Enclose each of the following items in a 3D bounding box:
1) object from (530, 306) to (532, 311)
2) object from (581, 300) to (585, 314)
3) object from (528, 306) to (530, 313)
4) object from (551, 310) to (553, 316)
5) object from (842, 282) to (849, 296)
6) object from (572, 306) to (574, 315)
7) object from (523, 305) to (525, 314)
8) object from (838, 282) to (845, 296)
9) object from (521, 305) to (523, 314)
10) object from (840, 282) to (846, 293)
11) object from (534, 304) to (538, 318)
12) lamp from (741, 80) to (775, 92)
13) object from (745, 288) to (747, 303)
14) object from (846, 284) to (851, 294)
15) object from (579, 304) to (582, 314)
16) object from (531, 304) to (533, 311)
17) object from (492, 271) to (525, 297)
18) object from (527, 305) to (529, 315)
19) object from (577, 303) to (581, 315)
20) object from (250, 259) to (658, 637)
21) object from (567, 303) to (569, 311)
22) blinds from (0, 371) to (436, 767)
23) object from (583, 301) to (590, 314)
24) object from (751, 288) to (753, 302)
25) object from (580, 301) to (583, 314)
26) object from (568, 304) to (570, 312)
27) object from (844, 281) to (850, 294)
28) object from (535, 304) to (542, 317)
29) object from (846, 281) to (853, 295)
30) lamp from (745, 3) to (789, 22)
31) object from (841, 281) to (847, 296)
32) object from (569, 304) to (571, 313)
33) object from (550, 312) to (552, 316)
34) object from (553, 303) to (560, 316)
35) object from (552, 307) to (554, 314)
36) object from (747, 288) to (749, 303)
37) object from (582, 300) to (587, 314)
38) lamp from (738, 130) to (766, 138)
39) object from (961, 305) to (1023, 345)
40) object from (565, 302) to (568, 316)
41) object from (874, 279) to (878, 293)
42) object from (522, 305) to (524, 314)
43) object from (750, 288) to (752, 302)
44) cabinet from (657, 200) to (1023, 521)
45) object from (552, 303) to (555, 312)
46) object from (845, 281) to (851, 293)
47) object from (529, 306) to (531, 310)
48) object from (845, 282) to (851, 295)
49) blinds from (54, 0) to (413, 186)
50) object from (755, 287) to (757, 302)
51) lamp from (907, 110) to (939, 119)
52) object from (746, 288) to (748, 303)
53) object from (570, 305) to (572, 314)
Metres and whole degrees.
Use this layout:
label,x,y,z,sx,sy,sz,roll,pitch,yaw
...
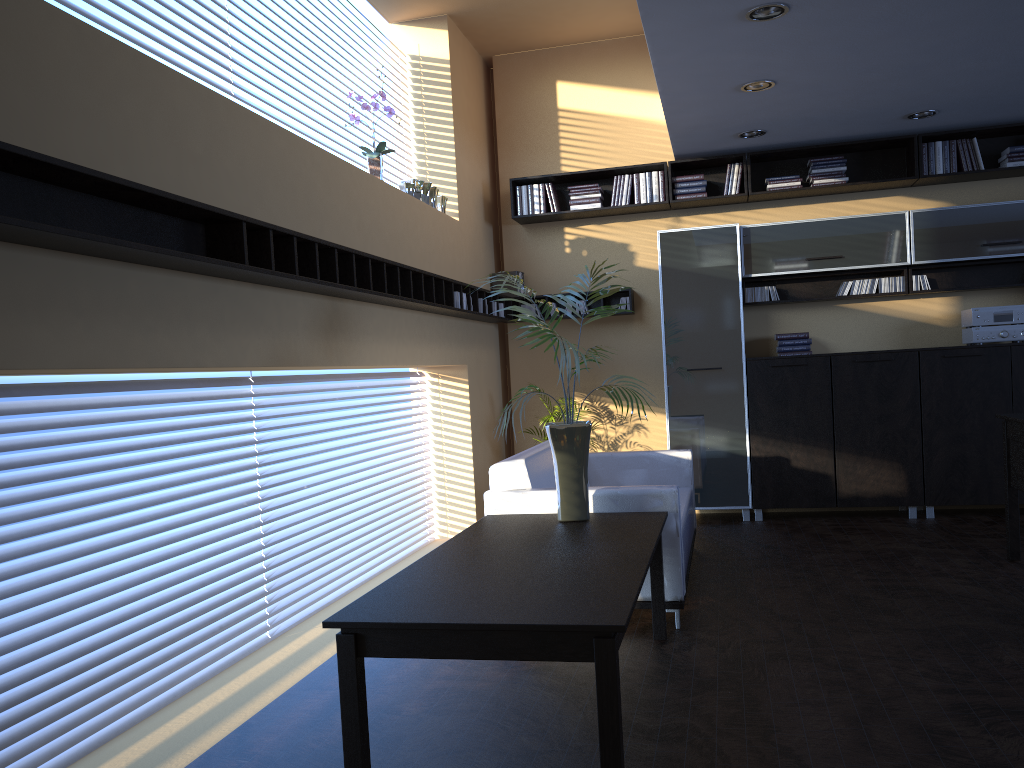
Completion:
label,x,y,z,sx,sy,sz,roll,pitch,yaw
object,0.185,-0.642,7.848,0.009,0.120,0.142,-3,1,13
object,0.626,-0.665,7.742,0.030,0.120,0.142,-3,1,13
object,0.165,-0.641,7.853,0.009,0.120,0.142,-3,1,13
object,0.359,-0.651,7.806,0.030,0.120,0.142,-3,1,13
object,2.712,-0.774,7.238,0.059,0.113,0.142,-3,1,14
object,0.533,-0.660,7.764,0.030,0.124,0.142,-3,1,13
object,0.124,-0.639,7.863,0.009,0.120,0.142,-3,1,13
object,2.682,-0.772,7.241,0.059,0.113,0.142,-3,1,13
object,0.105,-0.638,7.867,0.009,0.120,0.142,-3,1,13
object,2.694,-0.773,7.249,0.059,0.113,0.142,-3,1,14
object,0.214,-0.644,7.841,0.009,0.120,0.142,-3,1,13
lamp,1.542,-1.915,5.567,0.209,0.096,0.208,-3,1,-4
object,1.954,-0.736,7.420,0.009,0.120,0.142,-3,1,14
object,2.743,-0.775,7.237,0.059,0.113,0.142,-3,1,14
object,0.606,-0.664,7.747,0.030,0.120,0.142,-3,1,13
object,0.194,-0.643,7.846,0.009,0.120,0.142,-3,1,13
object,-0.026,-0.876,7.895,0.254,0.229,0.158,-3,2,23
object,0.155,-0.641,7.855,0.009,0.120,0.142,-3,1,13
object,0.586,-0.664,7.751,0.009,0.120,0.142,-3,1,13
object,-0.237,0.337,4.458,1.896,1.861,1.038,-2,2,33
object,0.503,-0.659,7.772,0.030,0.120,0.142,-3,1,13
blinds,-1.302,0.644,4.535,0.047,1.368,5.386,-3,1,13
object,0.651,-0.666,7.736,0.040,0.118,0.142,-3,1,13
object,2.004,-0.739,7.412,0.009,0.120,0.142,-3,1,13
object,0.616,-0.665,7.744,0.030,0.120,0.142,-3,1,13
object,0.513,-0.659,7.769,0.030,0.120,0.142,-3,1,13
object,2.721,-0.774,7.233,0.055,0.110,0.140,-3,1,14
object,0.238,-0.644,7.835,0.040,0.118,0.142,-3,1,13
object,2.741,-0.775,7.230,0.055,0.110,0.140,-3,1,14
lamp,1.262,-1.886,4.395,0.209,0.096,0.208,-3,1,-16
object,2.702,-0.773,7.241,0.059,0.113,0.142,-3,1,14
object,0.523,-0.660,7.767,0.030,0.120,0.142,-3,1,13
object,0.349,-0.651,7.808,0.030,0.120,0.142,-3,1,13
object,0.394,-0.652,7.798,0.040,0.118,0.142,-3,1,13
object,0.369,-0.652,7.804,0.030,0.120,0.142,-3,1,13
object,1.975,-0.738,7.419,0.009,0.120,0.142,-3,1,13
object,0.636,-0.666,7.739,0.030,0.120,0.142,-3,1,13
lamp,1.821,-1.944,6.740,0.209,0.096,0.208,-3,1,31
object,3.751,-0.452,6.848,0.430,0.282,0.362,-3,1,14
object,0.488,-0.657,7.775,0.040,0.118,0.142,-3,1,13
object,2.939,-0.789,7.181,0.036,0.116,0.140,-3,1,13
object,0.114,-0.638,7.865,0.009,0.120,0.142,-3,1,13
object,1.993,-0.738,7.409,0.009,0.120,0.142,-3,1,14
cabinet,3.182,-0.157,7.033,3.877,2.401,0.490,-3,2,14
object,0.379,-0.652,7.801,0.030,0.120,0.142,-3,1,13
object,2.732,-0.775,7.236,0.059,0.113,0.142,-3,1,13
object,0.174,-0.642,7.851,0.009,0.120,0.142,-3,1,13
object,2.732,-0.775,7.235,0.055,0.110,0.140,-3,1,13
blinds,-1.447,-1.930,4.437,0.039,1.462,5.386,-3,1,13
object,2.032,-0.741,7.399,0.009,0.120,0.142,-3,1,13
lamp,2.992,-2.007,6.457,0.209,0.096,0.208,-3,1,8
object,1.964,-0.737,7.416,0.009,0.120,0.142,-3,1,14
object,0.533,-0.660,7.764,0.030,0.120,0.142,-3,1,13
